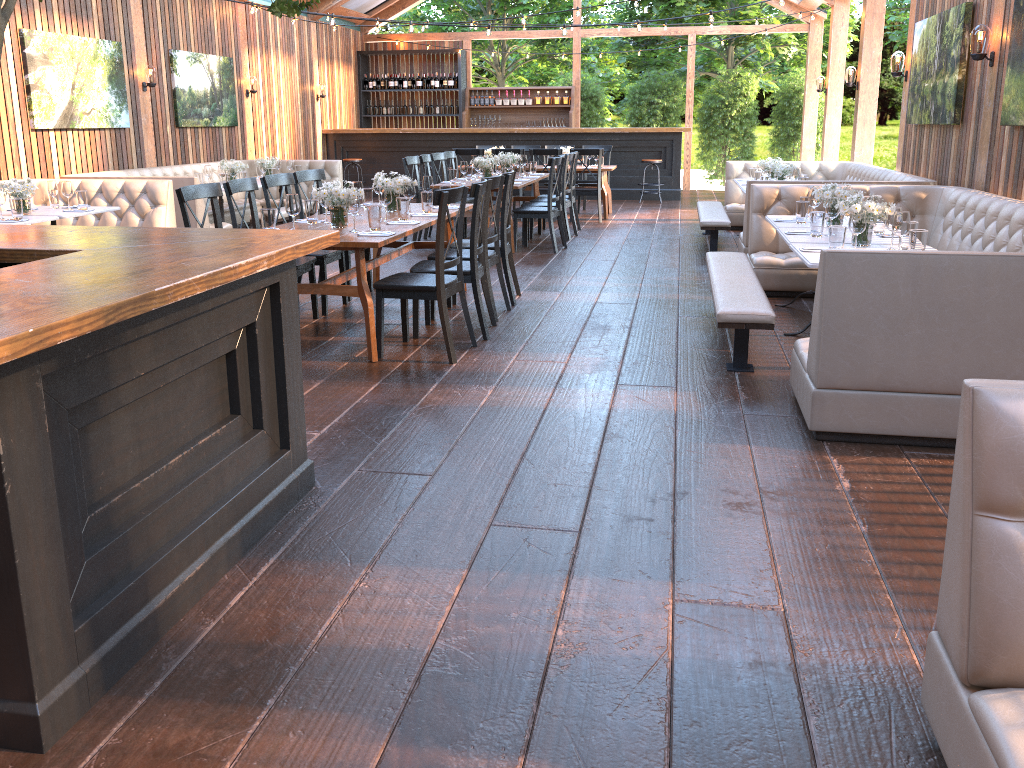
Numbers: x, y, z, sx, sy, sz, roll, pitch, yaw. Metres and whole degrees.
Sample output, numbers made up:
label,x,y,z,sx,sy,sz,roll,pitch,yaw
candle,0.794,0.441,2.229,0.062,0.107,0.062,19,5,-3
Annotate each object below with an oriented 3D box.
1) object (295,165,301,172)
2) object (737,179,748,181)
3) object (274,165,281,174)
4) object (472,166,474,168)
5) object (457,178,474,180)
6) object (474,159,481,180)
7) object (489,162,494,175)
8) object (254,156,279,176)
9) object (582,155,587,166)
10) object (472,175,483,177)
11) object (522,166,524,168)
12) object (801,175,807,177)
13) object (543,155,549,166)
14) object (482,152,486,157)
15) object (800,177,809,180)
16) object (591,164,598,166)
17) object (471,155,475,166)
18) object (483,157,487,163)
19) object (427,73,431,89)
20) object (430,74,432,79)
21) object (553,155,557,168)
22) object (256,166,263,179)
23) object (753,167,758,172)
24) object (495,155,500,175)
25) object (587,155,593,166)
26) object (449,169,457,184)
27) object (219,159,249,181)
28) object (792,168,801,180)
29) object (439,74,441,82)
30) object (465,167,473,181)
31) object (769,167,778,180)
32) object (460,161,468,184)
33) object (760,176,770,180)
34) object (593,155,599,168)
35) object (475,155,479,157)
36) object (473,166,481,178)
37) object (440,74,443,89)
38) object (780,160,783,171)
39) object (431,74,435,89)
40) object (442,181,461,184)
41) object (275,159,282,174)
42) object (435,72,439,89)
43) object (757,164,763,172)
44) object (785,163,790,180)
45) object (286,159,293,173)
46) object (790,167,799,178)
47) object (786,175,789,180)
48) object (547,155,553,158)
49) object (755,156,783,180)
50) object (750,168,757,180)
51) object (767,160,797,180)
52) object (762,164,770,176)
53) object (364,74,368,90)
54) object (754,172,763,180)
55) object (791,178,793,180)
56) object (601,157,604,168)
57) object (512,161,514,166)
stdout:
label,x,y,z,sx,sy,sz,roll,pitch,yaw
object,-2.904,-2.889,12.023,0.092,0.156,0.093,-1,14,-3
object,2.887,-2.499,10.838,0.255,0.018,0.160,3,17,11
object,-3.224,-2.930,12.167,0.092,0.156,0.093,-1,14,-3
object,-0.547,-3.229,13.166,0.157,0.018,0.259,3,17,10
object,-0.534,-2.420,10.440,0.255,0.018,0.160,3,17,11
object,-0.400,-2.498,10.309,0.093,0.241,0.093,-10,17,-36
object,-0.274,-2.753,11.315,0.092,0.156,0.093,10,17,36
object,-3.206,-2.835,11.584,0.329,0.305,0.341,-4,16,-14
object,1.103,-3.395,13.452,0.092,0.156,0.093,10,17,36
object,-0.453,-2.571,10.947,0.255,0.018,0.160,3,17,11
object,0.178,-3.272,13.054,0.092,0.156,0.093,10,17,36
object,3.074,-2.135,9.367,0.092,0.156,0.093,-1,14,-3
object,0.523,-3.417,13.537,0.092,0.156,0.093,10,17,36
object,-0.435,-3.373,13.258,0.093,0.241,0.093,-10,17,-36
object,2.967,-2.024,8.996,0.092,0.156,0.093,-1,14,-3
object,1.283,-3.332,13.478,0.157,0.018,0.259,3,17,10
object,-0.583,-3.474,13.751,0.092,0.156,0.093,10,17,36
object,-0.322,-2.645,10.805,0.093,0.241,0.093,-10,17,-36
object,-1.712,-6.225,18.183,0.081,0.319,0.082,-3,14,-11
object,-1.668,-6.254,18.301,0.137,0.311,0.138,-7,15,-27
object,0.652,-3.321,13.064,0.093,0.241,0.093,-10,17,-36
object,-3.367,-2.825,11.814,0.092,0.156,0.093,-1,14,-3
object,3.048,-2.624,11.015,0.092,0.156,0.093,-1,14,-3
object,-0.188,-2.814,11.371,0.093,0.241,0.093,-10,17,-36
object,1.169,-3.404,13.333,0.093,0.241,0.093,-10,17,-36
object,-0.644,-2.271,9.696,0.092,0.156,0.092,-13,19,-41
object,-3.361,-2.562,10.668,0.330,0.305,0.340,9,18,32
object,2.919,-2.093,9.082,0.092,0.241,0.093,-8,16,-30
object,-1.457,-6.233,18.243,0.075,0.298,0.076,-2,13,-6
object,-0.502,-2.437,10.256,0.092,0.156,0.093,10,17,36
object,2.718,-2.131,9.212,0.092,0.241,0.093,-8,16,-30
object,-0.529,-2.331,9.748,0.092,0.241,0.093,-8,16,-30
object,2.620,-2.075,9.175,0.092,0.156,0.093,-1,14,-3
object,1.231,-3.293,12.956,0.093,0.241,0.093,-10,17,-36
object,-0.519,-3.485,13.638,0.093,0.241,0.093,-10,17,-36
object,-0.422,-2.586,10.753,0.092,0.156,0.093,10,17,36
object,-1.443,-6.206,18.140,0.077,0.304,0.078,-3,14,-11
object,3.269,-2.609,10.814,0.093,0.241,0.093,-10,17,-36
object,-1.625,-6.205,18.146,0.077,0.302,0.078,6,15,26
object,-0.662,-2.251,9.873,0.255,0.018,0.160,3,17,11
object,-3.177,-2.943,12.062,0.093,0.241,0.093,-10,17,-36
object,-1.540,-6.217,18.138,0.087,0.329,0.089,-2,14,-9
object,3.003,-2.573,10.698,0.093,0.241,0.093,-10,17,-36
object,3.126,-2.382,10.050,0.093,0.241,0.093,-10,17,-36
object,-3.003,-2.916,11.966,0.093,0.241,0.093,-10,17,-36
object,2.976,-2.162,9.311,0.092,0.241,0.093,-8,16,-30
object,3.368,-2.582,10.870,0.092,0.156,0.093,-1,14,-3
object,0.577,-3.434,13.444,0.093,0.241,0.093,-10,17,-36
object,3.061,-2.528,10.432,0.329,0.305,0.341,-4,16,-14
object,2.905,-2.518,10.661,0.092,0.156,0.093,-1,14,-3
object,2.906,-2.255,9.516,0.330,0.305,0.340,9,18,32
object,2.865,-2.359,9.979,0.093,0.241,0.093,-10,17,-36
object,-3.047,-6.303,18.471,0.081,0.320,0.173,-1,14,-4
object,2.767,-2.304,9.942,0.092,0.156,0.093,-1,14,-3
object,3.224,-2.355,10.106,0.092,0.156,0.093,-1,14,-3
object,1.287,-3.217,12.848,0.092,0.156,0.093,10,17,36
object,-0.001,-3.446,13.644,0.092,0.156,0.093,10,17,36
